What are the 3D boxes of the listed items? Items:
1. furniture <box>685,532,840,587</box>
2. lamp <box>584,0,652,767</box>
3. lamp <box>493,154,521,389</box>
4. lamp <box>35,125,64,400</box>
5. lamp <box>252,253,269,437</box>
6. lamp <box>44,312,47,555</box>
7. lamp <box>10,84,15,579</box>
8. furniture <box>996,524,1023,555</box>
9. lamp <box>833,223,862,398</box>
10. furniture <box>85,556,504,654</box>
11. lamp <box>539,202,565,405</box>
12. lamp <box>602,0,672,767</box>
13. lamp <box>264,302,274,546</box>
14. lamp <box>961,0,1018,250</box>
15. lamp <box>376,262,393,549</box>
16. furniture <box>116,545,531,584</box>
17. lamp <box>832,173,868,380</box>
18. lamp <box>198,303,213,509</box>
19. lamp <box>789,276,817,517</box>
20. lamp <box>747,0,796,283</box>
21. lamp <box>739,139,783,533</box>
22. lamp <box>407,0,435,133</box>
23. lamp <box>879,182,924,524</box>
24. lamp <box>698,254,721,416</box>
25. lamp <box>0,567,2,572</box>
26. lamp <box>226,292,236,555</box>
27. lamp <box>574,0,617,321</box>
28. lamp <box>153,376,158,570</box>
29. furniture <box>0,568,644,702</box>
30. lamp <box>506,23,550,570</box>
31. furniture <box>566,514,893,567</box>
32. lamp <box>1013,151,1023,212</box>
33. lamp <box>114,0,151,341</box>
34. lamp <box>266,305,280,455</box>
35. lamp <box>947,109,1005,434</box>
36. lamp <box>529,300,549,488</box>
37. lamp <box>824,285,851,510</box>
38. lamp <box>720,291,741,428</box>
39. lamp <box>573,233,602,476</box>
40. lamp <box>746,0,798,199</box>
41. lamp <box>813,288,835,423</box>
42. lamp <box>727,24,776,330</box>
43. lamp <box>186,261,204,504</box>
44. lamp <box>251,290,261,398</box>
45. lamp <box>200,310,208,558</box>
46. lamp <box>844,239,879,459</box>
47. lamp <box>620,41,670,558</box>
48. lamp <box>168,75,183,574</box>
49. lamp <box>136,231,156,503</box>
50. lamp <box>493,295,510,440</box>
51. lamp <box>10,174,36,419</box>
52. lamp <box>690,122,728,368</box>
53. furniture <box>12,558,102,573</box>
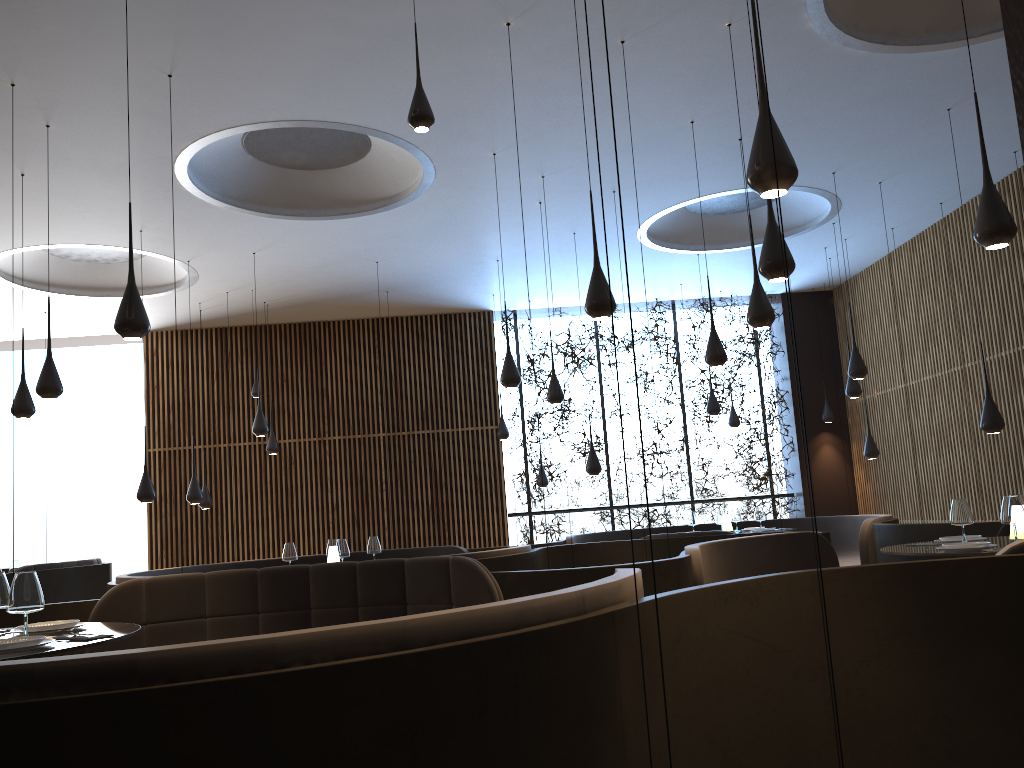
[{"bbox_3d":[1.973,1.673,6.592,0.902,1.044,2.534,-10,-10,39],"label":"furniture"},{"bbox_3d":[0.415,0.819,2.873,0.196,6.256,0.196,-11,-10,42],"label":"lamp"},{"bbox_3d":[-0.086,-1.059,8.180,0.196,2.217,0.196,-9,-8,32],"label":"lamp"},{"bbox_3d":[-3.662,-0.980,7.008,0.196,2.217,0.196,-3,-7,-7],"label":"lamp"},{"bbox_3d":[-3.040,-0.480,10.580,0.196,2.217,0.196,-3,-7,-8],"label":"lamp"},{"bbox_3d":[-6.464,2.071,12.312,0.196,6.256,0.196,0,-8,-27],"label":"lamp"},{"bbox_3d":[-3.426,0.911,6.091,0.196,6.256,0.196,-7,-8,22],"label":"lamp"},{"bbox_3d":[3.937,1.283,5.205,1.984,1.044,3.941,-9,-10,29],"label":"furniture"},{"bbox_3d":[4.134,-0.927,11.042,0.196,2.217,0.196,-2,-7,-17],"label":"lamp"},{"bbox_3d":[-1.278,1.615,5.209,2.531,1.057,0.934,-5,-8,3],"label":"furniture"},{"bbox_3d":[0.389,-0.881,9.550,0.196,2.217,0.196,-9,-8,32],"label":"lamp"},{"bbox_3d":[0.375,0.110,2.595,0.196,6.256,0.196,-11,-10,42],"label":"lamp"},{"bbox_3d":[-3.407,1.898,12.617,0.196,6.256,0.196,-5,-7,5],"label":"lamp"},{"bbox_3d":[2.339,-1.781,4.556,0.196,2.217,0.196,-2,-7,-17],"label":"lamp"},{"bbox_3d":[-1.518,1.525,11.047,0.196,6.256,0.196,-11,-10,42],"label":"lamp"},{"bbox_3d":[-1.752,2.253,8.566,3.790,1.114,3.894,0,-10,-27],"label":"furniture"},{"bbox_3d":[3.501,-1.146,9.293,0.196,2.217,0.196,-2,-7,-17],"label":"lamp"},{"bbox_3d":[-4.400,0.292,12.612,0.196,2.951,0.196,-2,-7,-17],"label":"lamp"},{"bbox_3d":[4.423,1.404,13.050,0.196,6.256,0.196,-7,-8,22],"label":"lamp"},{"bbox_3d":[1.356,-1.656,4.917,0.196,2.217,0.196,-3,-7,-7],"label":"lamp"},{"bbox_3d":[2.378,0.785,7.998,0.196,6.256,0.196,-6,-7,12],"label":"lamp"},{"bbox_3d":[-0.489,-1.971,4.373,0.133,1.504,0.133,-3,-7,-7],"label":"lamp"},{"bbox_3d":[4.300,0.866,9.439,0.196,6.256,0.196,-6,-7,12],"label":"lamp"},{"bbox_3d":[2.628,-0.673,12.006,0.196,2.217,0.196,-2,-7,-17],"label":"lamp"},{"bbox_3d":[-6.841,1.066,11.695,0.196,2.951,0.196,-11,-10,42],"label":"lamp"},{"bbox_3d":[-3.739,1.821,11.949,0.196,6.256,0.196,-7,-8,25],"label":"lamp"},{"bbox_3d":[0.466,-1.495,5.538,0.196,2.217,0.196,-9,-8,32],"label":"lamp"},{"bbox_3d":[-5.208,2.761,13.021,0.196,6.256,0.196,0,-8,-27],"label":"lamp"},{"bbox_3d":[-1.272,1.290,2.827,3.933,1.044,1.988,-3,-8,-6],"label":"furniture"},{"bbox_3d":[0.196,0.602,5.760,0.196,6.256,0.196,-9,-8,32],"label":"lamp"},{"bbox_3d":[2.675,2.260,10.866,3.790,1.044,3.897,0,-9,-26],"label":"furniture"},{"bbox_3d":[5.298,-1.310,9.061,0.196,2.217,0.196,-2,-7,-17],"label":"lamp"},{"bbox_3d":[-2.250,-1.354,5.209,0.196,2.217,0.196,-11,-10,42],"label":"lamp"},{"bbox_3d":[-3.556,-0.076,13.028,0.196,2.217,0.196,-7,-8,22],"label":"lamp"},{"bbox_3d":[4.070,-1.033,7.869,0.196,2.951,0.196,-2,-7,-17],"label":"lamp"},{"bbox_3d":[0.375,0.139,13.861,0.196,2.951,0.196,-9,-8,32],"label":"lamp"},{"bbox_3d":[5.264,1.477,13.932,0.196,6.256,0.196,-7,-8,22],"label":"lamp"},{"bbox_3d":[3.452,-0.401,14.190,0.196,2.217,0.196,-7,-8,22],"label":"lamp"},{"bbox_3d":[0.868,-0.381,10.662,0.196,2.951,0.196,-3,-7,-7],"label":"lamp"},{"bbox_3d":[0.930,-1.829,3.551,0.196,2.217,0.196,-3,-7,-7],"label":"lamp"},{"bbox_3d":[5.042,-0.473,14.469,0.196,2.217,0.196,-7,-8,22],"label":"lamp"},{"bbox_3d":[1.637,-1.478,6.223,0.196,2.217,0.196,-9,-8,32],"label":"lamp"},{"bbox_3d":[-3.852,-0.043,10.663,0.196,2.951,0.196,-11,-10,42],"label":"lamp"},{"bbox_3d":[-3.556,-0.559,12.229,0.133,1.504,0.133,-3,-7,-8],"label":"lamp"},{"bbox_3d":[-4.417,2.002,12.825,0.196,6.256,0.196,-5,-7,5],"label":"lamp"},{"bbox_3d":[4.589,-0.484,11.737,0.196,2.951,0.196,-2,-7,-17],"label":"lamp"},{"bbox_3d":[1.031,0.594,6.102,0.196,6.256,0.196,-9,-8,32],"label":"lamp"},{"bbox_3d":[-2.289,0.834,6.122,0.196,6.256,0.196,-9,-8,32],"label":"lamp"},{"bbox_3d":[-3.949,-0.211,9.504,0.196,2.951,0.196,1,-9,-37],"label":"lamp"},{"bbox_3d":[-0.204,-0.261,13.390,0.196,2.217,0.196,-9,-8,32],"label":"lamp"},{"bbox_3d":[-4.352,-0.794,7.888,0.196,2.217,0.196,-4,-7,2],"label":"lamp"},{"bbox_3d":[1.691,-1.244,7.793,0.196,2.217,0.196,-9,-8,32],"label":"lamp"},{"bbox_3d":[-5.570,2.700,10.782,0.931,1.057,2.540,-3,-8,-7],"label":"furniture"}]
